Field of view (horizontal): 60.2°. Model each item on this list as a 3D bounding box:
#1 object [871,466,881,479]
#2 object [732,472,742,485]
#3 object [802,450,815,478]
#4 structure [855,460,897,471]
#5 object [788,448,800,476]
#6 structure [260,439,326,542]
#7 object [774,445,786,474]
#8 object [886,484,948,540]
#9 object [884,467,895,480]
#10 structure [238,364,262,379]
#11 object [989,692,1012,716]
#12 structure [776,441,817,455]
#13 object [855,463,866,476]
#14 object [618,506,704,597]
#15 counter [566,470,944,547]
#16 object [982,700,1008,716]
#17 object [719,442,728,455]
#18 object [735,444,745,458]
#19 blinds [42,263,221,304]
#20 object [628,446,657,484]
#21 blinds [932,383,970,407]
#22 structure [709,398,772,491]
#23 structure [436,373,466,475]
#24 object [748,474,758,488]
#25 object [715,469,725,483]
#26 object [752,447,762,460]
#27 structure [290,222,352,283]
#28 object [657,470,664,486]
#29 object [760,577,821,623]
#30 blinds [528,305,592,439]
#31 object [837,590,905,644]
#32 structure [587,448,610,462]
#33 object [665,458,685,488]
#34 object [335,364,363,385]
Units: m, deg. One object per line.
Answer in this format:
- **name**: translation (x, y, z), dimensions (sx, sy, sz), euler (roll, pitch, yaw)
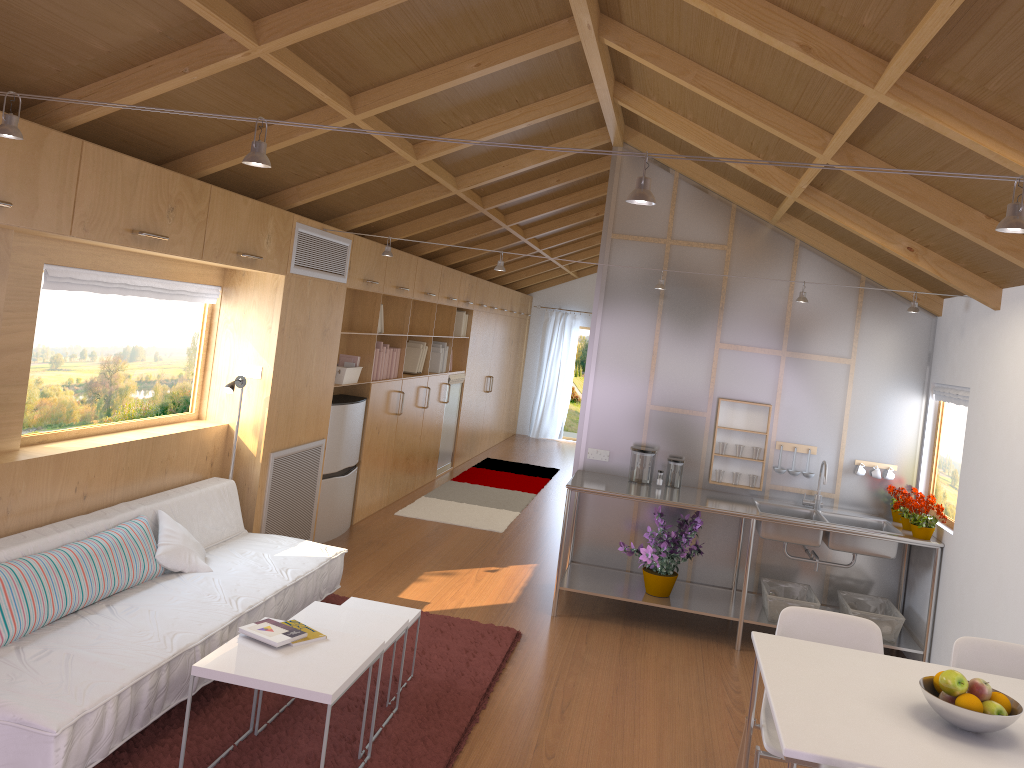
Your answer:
- **object**: translation (2.270, 0.548, 5.504), dimensions (0.059, 0.081, 0.062), euler (7, 1, 17)
- **object**: translation (1.428, 0.604, 5.640), dimensions (0.061, 0.077, 0.061), euler (7, 1, -16)
- **object**: translation (1.872, 0.502, 5.562), dimensions (0.075, 0.183, 0.074), euler (7, 0, 42)
- **structure**: translation (2.275, 0.509, 5.516), dimensions (0.251, 0.032, 0.041), euler (8, 2, 10)
- **object**: translation (1.789, 0.491, 5.577), dimensions (0.075, 0.183, 0.074), euler (7, 0, 42)
- **structure**: translation (-1.393, 0.748, 5.615), dimensions (0.013, 0.721, 0.819), euler (7, 2, 10)
- **object**: translation (1.705, 0.479, 5.593), dimensions (0.075, 0.183, 0.074), euler (7, 0, 42)
- **object**: translation (2.347, 0.743, 5.174), dimensions (0.233, 0.235, 0.688), euler (7, 3, 11)
- **object**: translation (2.348, 0.557, 5.495), dimensions (0.059, 0.080, 0.062), euler (7, 1, 10)
- **structure**: translation (-1.524, -0.073, 5.140), dimensions (0.142, 0.071, 0.011), euler (8, 0, 10)
- **object**: translation (1.324, 0.876, 2.412), dimensions (0.067, 0.066, 0.068), euler (6, 2, -36)
- **structure**: translation (1.807, 0.407, 5.617), dimensions (0.251, 0.051, 0.016), euler (8, 0, 10)
- **object**: translation (2.180, 0.534, 5.527), dimensions (0.059, 0.080, 0.062), euler (7, 1, 10)
- **object**: translation (0.915, 1.000, 5.327), dimensions (0.525, 0.553, 0.351), euler (7, 1, 2)
- **counter**: translation (1.404, 0.735, 5.362), dimensions (2.113, 0.021, 0.649), euler (8, 4, 10)
- **object**: translation (1.281, 0.881, 2.357), dimensions (0.070, 0.069, 0.077), euler (7, 2, 11)
- **object**: translation (1.349, 0.414, 5.661), dimensions (0.061, 0.077, 0.061), euler (8, 1, 22)
- **object**: translation (1.450, 0.428, 5.642), dimensions (0.061, 0.077, 0.061), euler (7, 1, -16)
- **blinds**: translation (-1.851, -0.487, 4.453), dimensions (0.048, 0.111, 1.497), euler (7, 4, 10)
- **object**: translation (0.835, 0.522, 5.678), dimensions (0.172, 0.215, 0.171), euler (8, 1, 24)
- **blinds**: translation (2.547, 0.062, 5.103), dimensions (0.048, 0.111, 0.724), euler (7, 4, 10)
- **structure**: translation (1.458, 0.383, 5.650), dimensions (0.328, 0.545, 0.076), euler (7, -1, 10)
- **structure**: translation (-0.789, 0.401, 9.585), dimensions (0.316, 1.079, 0.724), euler (7, 1, 10)
- **object**: translation (1.530, 0.618, 5.621), dimensions (0.061, 0.077, 0.061), euler (7, 1, -16)
- **object**: translation (1.327, 0.591, 5.659), dimensions (0.061, 0.077, 0.061), euler (8, 1, 22)
- **object**: translation (1.552, 0.442, 5.623), dimensions (0.061, 0.077, 0.061), euler (7, 1, -16)
- **structure**: translation (-1.201, -0.818, 5.610), dimensions (0.013, 0.300, 0.902), euler (7, 3, 10)
- **object**: translation (0.934, 0.592, 5.579), dimensions (0.037, 0.092, 0.037), euler (7, 0, 25)
- **object**: translation (1.631, 1.297, 5.231), dimensions (0.299, 0.159, 0.414), euler (8, 3, 10)
- **blinds**: translation (1.615, -0.034, 13.527), dimensions (2.852, 2.038, 0.232), euler (8, -1, 10)
- **object**: translation (2.075, 1.358, 5.149), dimensions (0.299, 0.159, 0.414), euler (8, 3, 10)
- **structure**: translation (0.571, 0.468, 5.844), dimensions (0.142, 0.071, 0.011), euler (8, 0, 10)
- **object**: translation (1.041, 0.570, 5.659), dimensions (0.113, 0.177, 0.113), euler (7, 1, 31)
- **object**: translation (-1.252, -0.073, 6.470), dimensions (0.203, 0.122, 0.349), euler (8, 3, 10)
